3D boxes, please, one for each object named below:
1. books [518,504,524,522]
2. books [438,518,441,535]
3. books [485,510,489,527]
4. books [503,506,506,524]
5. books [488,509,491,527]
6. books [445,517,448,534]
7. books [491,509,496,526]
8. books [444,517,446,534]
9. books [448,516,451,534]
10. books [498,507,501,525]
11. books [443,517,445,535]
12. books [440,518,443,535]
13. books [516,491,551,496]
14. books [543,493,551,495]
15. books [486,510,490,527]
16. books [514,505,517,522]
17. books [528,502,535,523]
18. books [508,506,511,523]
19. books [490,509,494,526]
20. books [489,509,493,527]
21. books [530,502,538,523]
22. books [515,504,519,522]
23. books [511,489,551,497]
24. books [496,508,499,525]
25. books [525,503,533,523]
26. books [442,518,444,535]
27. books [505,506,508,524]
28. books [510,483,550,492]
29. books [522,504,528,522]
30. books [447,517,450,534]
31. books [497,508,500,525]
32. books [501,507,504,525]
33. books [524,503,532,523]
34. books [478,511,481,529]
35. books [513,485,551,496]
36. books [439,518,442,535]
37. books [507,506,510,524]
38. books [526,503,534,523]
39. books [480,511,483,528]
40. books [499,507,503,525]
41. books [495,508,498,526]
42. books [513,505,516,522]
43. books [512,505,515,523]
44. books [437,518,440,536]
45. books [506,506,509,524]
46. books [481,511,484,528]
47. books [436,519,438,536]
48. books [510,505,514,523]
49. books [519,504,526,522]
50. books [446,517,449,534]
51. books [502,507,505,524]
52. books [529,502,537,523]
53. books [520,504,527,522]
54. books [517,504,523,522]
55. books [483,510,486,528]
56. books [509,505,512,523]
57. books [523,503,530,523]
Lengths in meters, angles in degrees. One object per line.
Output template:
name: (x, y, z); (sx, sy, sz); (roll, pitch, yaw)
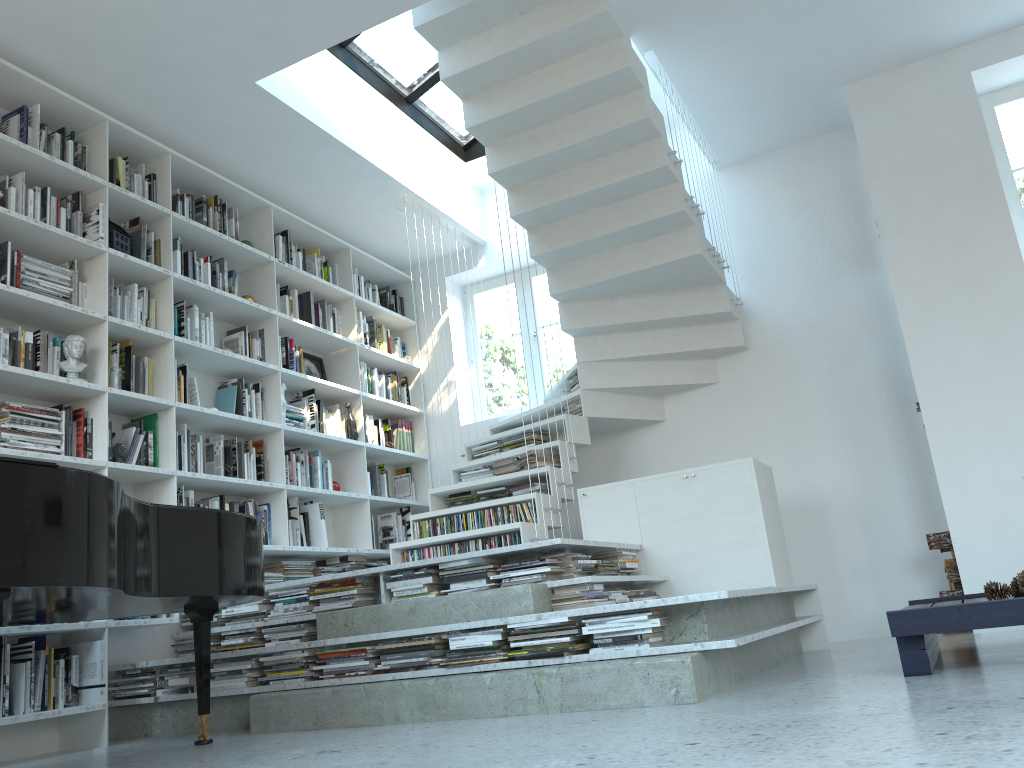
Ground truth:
books: (0.081, 0.737, 4.968); (0.034, 0.123, 0.125); (-13, -16, 24)
books: (-0.392, 0.851, 5.188); (0.009, 0.125, 0.125); (-13, -16, 24)
books: (-0.119, 0.785, 5.061); (0.016, 0.125, 0.125); (-13, -16, 24)
books: (-0.011, 0.758, 5.011); (0.007, 0.125, 0.125); (-13, -16, 24)
books: (-0.099, 0.780, 5.052); (0.009, 0.125, 0.125); (-13, -16, 24)
books: (-0.351, 0.841, 5.169); (0.008, 0.125, 0.125); (-13, -16, 24)
books: (-0.074, 0.774, 5.040); (0.018, 0.125, 0.125); (-13, -16, 24)
books: (-0.358, 0.843, 5.172); (0.008, 0.125, 0.125); (-13, -16, 24)
books: (-0.330, 0.836, 5.159); (0.007, 0.125, 0.125); (-13, -16, 24)
books: (-0.041, 0.766, 5.025); (0.008, 0.125, 0.125); (-13, -16, 24)
books: (-0.365, 0.845, 5.175); (0.008, 0.125, 0.125); (-13, -16, 24)
books: (-0.378, 0.848, 5.181); (0.007, 0.125, 0.125); (-13, -16, 24)
books: (0.118, 0.669, 5.304); (0.172, 0.019, 0.240); (6, -19, -38)
books: (0.134, 0.688, 5.314); (0.136, 0.017, 0.289); (6, -20, -40)
books: (-0.106, 0.782, 5.055); (0.013, 0.125, 0.125); (-13, -16, 24)
books: (0.049, 0.744, 4.983); (0.007, 0.125, 0.125); (-13, -16, 24)
books: (0.136, 0.724, 4.942); (0.034, 0.123, 0.125); (-13, -16, 24)
books: (0.015, 0.752, 4.999); (0.010, 0.125, 0.125); (-13, -16, 24)
books: (-0.083, 0.776, 5.044); (0.012, 0.125, 0.125); (-13, -16, 24)
books: (-0.092, 0.778, 5.048); (0.007, 0.125, 0.125); (-13, -16, 24)
books: (0.151, 0.720, 4.935); (0.034, 0.123, 0.125); (-13, -16, 24)
books: (0.056, 0.742, 4.980); (0.008, 0.125, 0.125); (-13, -16, 24)
books: (0.127, 0.658, 5.318); (0.161, 0.007, 0.254); (8, -21, -43)
books: (-0.054, 0.769, 5.031); (0.007, 0.125, 0.125); (-13, -16, 24)
books: (0.123, 0.727, 4.948); (0.036, 0.123, 0.125); (-13, -16, 24)
books: (-0.371, 0.846, 5.178); (0.008, 0.125, 0.125); (-13, -16, 24)
books: (-0.004, 0.757, 5.007); (0.008, 0.125, 0.125); (-13, -16, 24)
books: (0.120, 0.621, 5.325); (0.169, 0.014, 0.212); (8, -21, -43)
books: (0.102, 0.732, 4.958); (0.034, 0.123, 0.125); (-13, -16, 24)
books: (-0.337, 0.838, 5.162); (0.007, 0.125, 0.125); (-13, -16, 24)
books: (-0.047, 0.767, 5.028); (0.008, 0.125, 0.125); (-13, -16, 24)
books: (-0.024, 0.762, 5.017); (0.009, 0.125, 0.125); (-13, -16, 24)
books: (0.116, 0.729, 4.951); (0.035, 0.123, 0.125); (-13, -16, 24)
books: (-0.155, 0.794, 5.078); (0.013, 0.125, 0.125); (-13, -16, 24)
books: (0.131, 0.642, 5.328); (0.141, 0.028, 0.223); (8, -21, -44)
books: (-0.385, 0.850, 5.185); (0.009, 0.125, 0.125); (-13, -16, 24)
books: (0.008, 0.754, 5.002); (0.008, 0.125, 0.125); (-13, -16, 24)
books: (0.129, 0.726, 4.945); (0.035, 0.123, 0.125); (-13, -16, 24)
books: (-0.147, 0.792, 5.074); (0.009, 0.125, 0.125); (-13, -16, 24)
books: (-0.033, 0.764, 5.021); (0.010, 0.125, 0.125); (-13, -16, 24)
books: (-0.062, 0.771, 5.034); (0.009, 0.125, 0.125); (-13, -16, 24)
books: (0.043, 0.745, 4.986); (0.008, 0.125, 0.125); (-13, -16, 24)
books: (0.036, 0.747, 4.989); (0.008, 0.125, 0.125); (-13, -16, 24)
books: (-0.399, 0.853, 5.191); (0.007, 0.125, 0.125); (-13, -16, 24)
books: (0.002, 0.755, 5.005); (0.008, 0.125, 0.125); (-13, -16, 24)
books: (-0.138, 0.789, 5.070); (0.011, 0.125, 0.125); (-13, -16, 24)
books: (-0.407, 0.855, 5.195); (0.010, 0.125, 0.125); (-13, -16, 24)
books: (0.029, 0.748, 4.992); (0.008, 0.125, 0.125); (-13, -16, 24)
books: (0.088, 0.736, 4.964); (0.035, 0.123, 0.125); (-13, -16, 24)
books: (-0.344, 0.840, 5.165); (0.008, 0.125, 0.125); (-13, -16, 24)
books: (-0.017, 0.760, 5.014); (0.007, 0.125, 0.125); (-13, -16, 24)
books: (0.143, 0.722, 4.939); (0.036, 0.123, 0.125); (-13, -16, 24)
books: (0.095, 0.734, 4.961); (0.036, 0.122, 0.125); (-13, -16, 24)
books: (0.065, 0.740, 4.976); (0.011, 0.125, 0.125); (-13, -16, 24)
books: (-0.129, 0.787, 5.066); (0.009, 0.125, 0.125); (-13, -16, 24)
books: (0.021, 0.750, 4.996); (0.010, 0.125, 0.125); (-13, -16, 24)
books: (0.109, 0.731, 4.955); (0.034, 0.123, 0.125); (-13, -16, 24)
